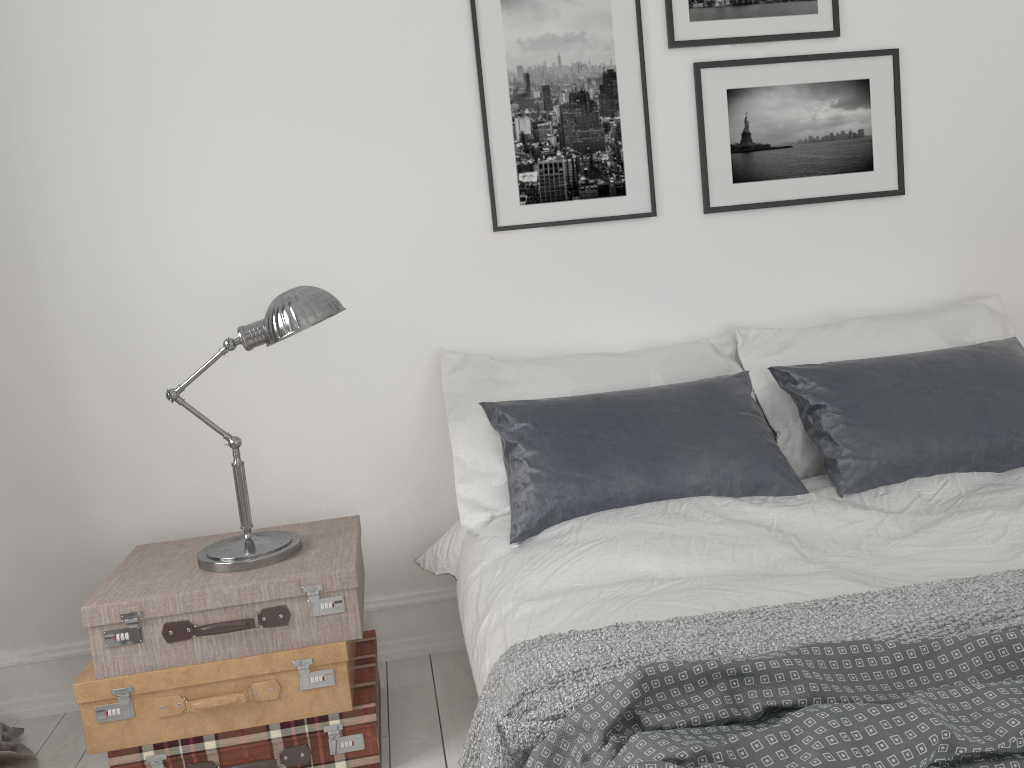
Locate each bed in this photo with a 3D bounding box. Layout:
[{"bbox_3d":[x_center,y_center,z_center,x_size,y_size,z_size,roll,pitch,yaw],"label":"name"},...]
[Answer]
[{"bbox_3d":[0.926,0.454,1.858,2.217,0.926,2.473,-7,7,-8],"label":"bed"}]

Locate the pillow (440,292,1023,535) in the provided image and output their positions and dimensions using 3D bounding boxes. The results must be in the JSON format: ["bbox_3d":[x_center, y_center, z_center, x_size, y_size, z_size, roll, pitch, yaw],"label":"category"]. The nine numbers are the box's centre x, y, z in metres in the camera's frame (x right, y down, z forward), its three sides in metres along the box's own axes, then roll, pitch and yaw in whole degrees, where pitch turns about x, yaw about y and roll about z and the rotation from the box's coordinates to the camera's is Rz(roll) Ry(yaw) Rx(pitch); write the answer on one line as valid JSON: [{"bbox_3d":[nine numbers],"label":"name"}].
[{"bbox_3d":[0.772,0.058,2.748,1.965,0.529,0.465,-7,7,-9],"label":"pillow"}]

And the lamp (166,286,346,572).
[{"bbox_3d":[-0.651,0.104,2.349,0.488,0.699,0.269,-7,7,-8],"label":"lamp"}]

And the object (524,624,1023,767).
[{"bbox_3d":[1.035,0.536,1.228,2.154,0.377,0.536,-6,7,-6],"label":"object"}]

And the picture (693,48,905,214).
[{"bbox_3d":[0.970,-0.848,2.970,0.720,0.486,0.015,-7,7,-8],"label":"picture"}]

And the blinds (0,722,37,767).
[{"bbox_3d":[-1.554,-0.226,2.110,0.327,2.680,0.779,-7,8,-13],"label":"blinds"}]

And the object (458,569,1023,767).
[{"bbox_3d":[0.968,0.600,1.603,2.236,0.500,0.521,-6,7,-5],"label":"object"}]

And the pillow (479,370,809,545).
[{"bbox_3d":[0.357,0.187,2.486,0.837,0.329,0.405,-7,7,-8],"label":"pillow"}]

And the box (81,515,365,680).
[{"bbox_3d":[-0.730,0.555,2.389,0.647,0.185,0.537,-7,7,-8],"label":"box"}]

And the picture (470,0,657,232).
[{"bbox_3d":[0.168,-0.921,2.837,0.545,0.810,0.015,-7,7,-8],"label":"picture"}]

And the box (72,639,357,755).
[{"bbox_3d":[-0.758,0.742,2.407,0.647,0.185,0.537,-7,7,-8],"label":"box"}]

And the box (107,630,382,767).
[{"bbox_3d":[-0.690,0.916,2.441,0.647,0.185,0.537,-7,7,-8],"label":"box"}]

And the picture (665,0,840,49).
[{"bbox_3d":[0.779,-1.320,2.887,0.592,0.403,0.015,-7,7,-8],"label":"picture"}]

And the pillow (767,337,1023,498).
[{"bbox_3d":[1.237,0.083,2.600,0.842,0.339,0.405,-7,7,-8],"label":"pillow"}]
